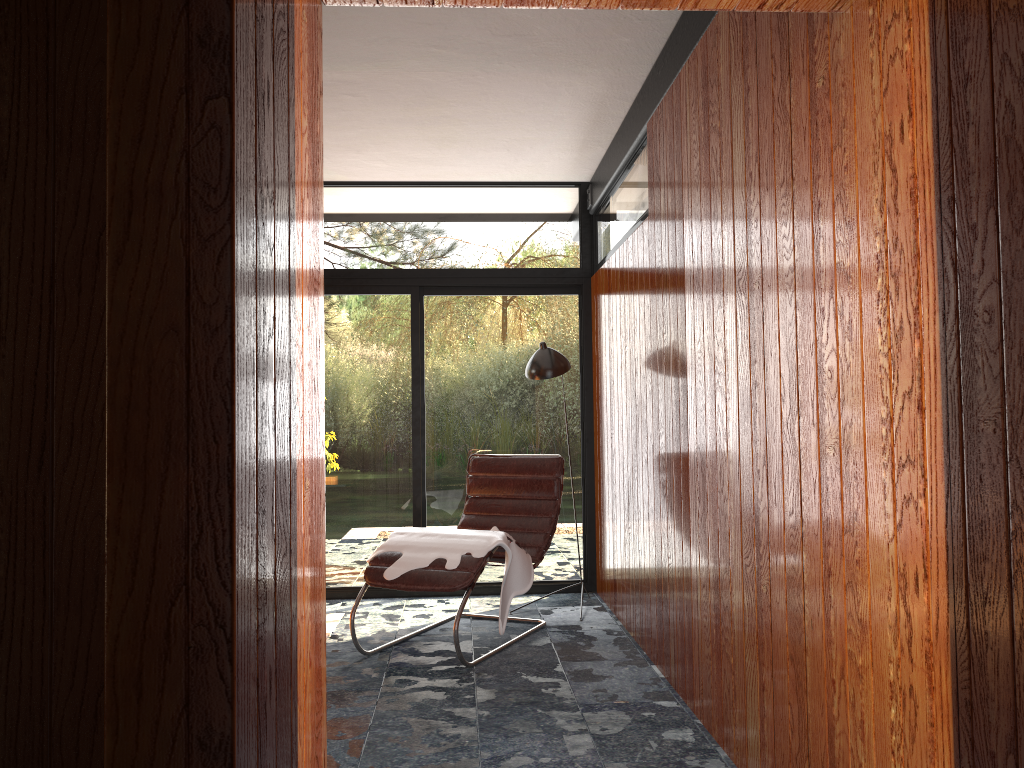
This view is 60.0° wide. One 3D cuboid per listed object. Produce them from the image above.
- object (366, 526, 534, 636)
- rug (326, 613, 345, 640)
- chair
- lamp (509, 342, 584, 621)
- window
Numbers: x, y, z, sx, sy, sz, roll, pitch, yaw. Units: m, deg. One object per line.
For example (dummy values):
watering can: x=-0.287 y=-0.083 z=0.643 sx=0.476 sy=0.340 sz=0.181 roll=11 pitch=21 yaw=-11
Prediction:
object: x=-0.247 y=0.950 z=4.319 sx=0.897 sy=0.489 sz=0.713 roll=1 pitch=-3 yaw=-36
rug: x=-2.066 y=1.250 z=3.724 sx=2.410 sy=0.042 sz=2.439 roll=-1 pitch=-2 yaw=-3
chair: x=-0.217 y=0.820 z=4.456 sx=0.593 sy=0.886 sz=1.298 roll=-2 pitch=-3 yaw=24
lamp: x=0.189 y=0.527 z=5.079 sx=0.410 sy=1.514 sz=0.595 roll=-1 pitch=-2 yaw=6
window: x=-0.563 y=0.023 z=5.534 sx=2.260 sy=2.580 sz=0.085 roll=-1 pitch=-2 yaw=-3
